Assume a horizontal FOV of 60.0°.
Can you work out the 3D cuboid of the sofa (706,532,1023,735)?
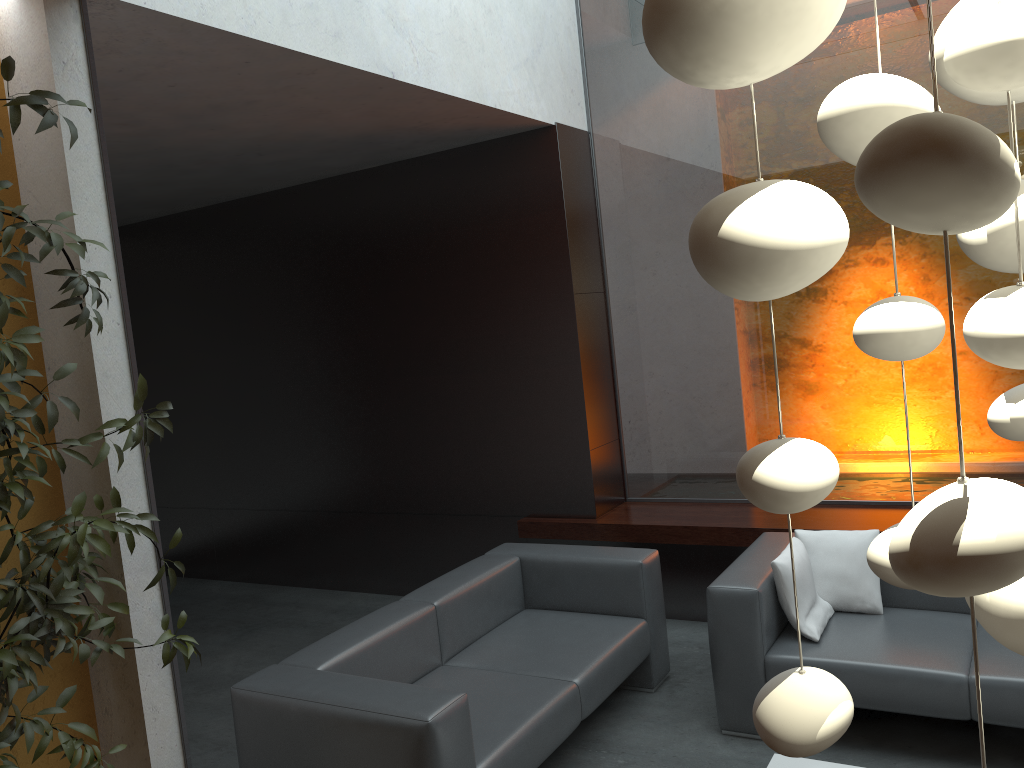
[{"bbox_3d":[2.249,1.042,3.485,2.781,0.652,0.943,-4,5,31],"label":"sofa"}]

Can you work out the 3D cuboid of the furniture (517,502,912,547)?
[{"bbox_3d":[2.755,0.725,4.352,6.000,0.109,0.600,-4,5,31],"label":"furniture"}]

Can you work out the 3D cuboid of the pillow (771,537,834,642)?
[{"bbox_3d":[1.274,0.894,3.893,0.186,0.358,0.376,-4,5,30],"label":"pillow"}]

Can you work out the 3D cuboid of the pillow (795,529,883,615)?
[{"bbox_3d":[1.495,0.857,4.071,0.376,0.361,0.169,-4,5,29],"label":"pillow"}]

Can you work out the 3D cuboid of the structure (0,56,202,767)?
[{"bbox_3d":[-1.943,0.469,1.357,0.622,2.483,3.166,-4,5,30],"label":"structure"}]

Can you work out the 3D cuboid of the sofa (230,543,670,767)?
[{"bbox_3d":[-0.115,1.270,3.858,0.943,0.652,2.025,-4,5,31],"label":"sofa"}]

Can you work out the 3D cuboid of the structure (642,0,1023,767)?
[{"bbox_3d":[0.420,-0.460,0.610,1.002,1.529,1.002,-7,4,-10],"label":"structure"}]

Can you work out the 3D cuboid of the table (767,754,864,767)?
[{"bbox_3d":[1.168,1.492,2.653,1.000,0.150,1.000,-4,5,31],"label":"table"}]
